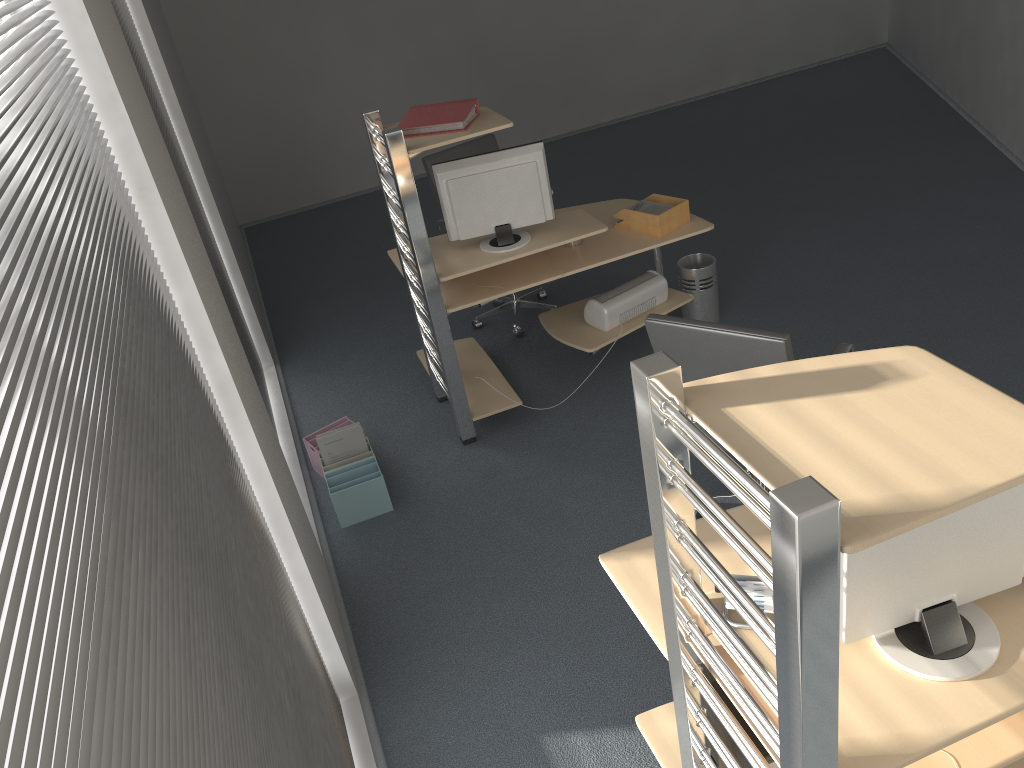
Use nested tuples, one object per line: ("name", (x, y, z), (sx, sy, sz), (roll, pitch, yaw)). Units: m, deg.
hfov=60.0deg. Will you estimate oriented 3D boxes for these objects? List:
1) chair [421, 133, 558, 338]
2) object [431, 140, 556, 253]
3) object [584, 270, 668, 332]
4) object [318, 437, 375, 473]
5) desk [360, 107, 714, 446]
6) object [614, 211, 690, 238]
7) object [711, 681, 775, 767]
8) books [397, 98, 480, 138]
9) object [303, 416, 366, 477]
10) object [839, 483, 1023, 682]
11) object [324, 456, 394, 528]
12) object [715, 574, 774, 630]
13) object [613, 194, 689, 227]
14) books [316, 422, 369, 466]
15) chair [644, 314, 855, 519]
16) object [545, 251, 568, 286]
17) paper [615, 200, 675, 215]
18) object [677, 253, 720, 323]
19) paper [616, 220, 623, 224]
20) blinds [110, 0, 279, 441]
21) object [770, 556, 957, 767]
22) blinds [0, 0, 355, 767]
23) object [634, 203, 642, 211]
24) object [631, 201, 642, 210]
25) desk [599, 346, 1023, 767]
("chair", (-0.060, -0.860, 5.250), (0.584, 1.048, 0.652), (-26, 33, -23))
("object", (-0.078, -0.843, 4.085), (0.516, 0.418, 0.245), (-8, 31, 7))
("object", (0.553, -0.471, 4.700), (0.438, 0.162, 0.351), (-28, 34, -25))
("object", (-0.760, 0.417, 4.213), (0.245, 0.202, 0.185), (-19, 31, -12))
("desk", (0.147, -0.790, 4.548), (1.469, 1.566, 0.967), (-19, 31, -12))
("object", (0.700, -0.827, 4.454), (0.225, 0.060, 0.309), (-31, 35, -29))
("object", (0.632, 0.913, 2.378), (0.199, 0.422, 0.471), (-19, 31, -12))
("books", (-0.330, -1.172, 3.909), (0.320, 0.072, 0.262), (-2, 32, 16))
("object", (-0.859, 0.328, 4.397), (0.245, 0.202, 0.185), (-29, 34, -27))
("object", (0.838, 0.352, 1.758), (0.516, 0.418, 0.245), (-11, 30, 1))
("object", (-0.699, 0.497, 4.057), (0.245, 0.202, 0.185), (-19, 31, -12))
("object", (0.528, 0.466, 1.956), (0.154, 0.135, 0.093), (0, 32, 20))
("object", (0.690, -0.875, 4.425), (0.225, 0.060, 0.309), (-31, 35, -29))
("books", (-0.777, 0.351, 4.190), (0.220, 0.306, 0.068), (-19, 31, -11))
("chair", (0.912, 0.102, 3.295), (0.584, 1.048, 0.652), (13, 38, 35))
("object", (0.149, -0.672, 4.469), (0.478, 0.082, 0.814), (-15, 30, -5))
("paper", (0.692, -0.861, 4.435), (0.210, 0.010, 0.297), (-31, 35, -29))
("object", (1.046, -0.514, 4.962), (0.208, 0.377, 0.208), (4, 34, 26))
("paper", (0.701, -0.817, 4.461), (0.210, 0.019, 0.297), (-31, 35, -29))
("blinds", (-1.457, -0.870, 3.873), (0.022, 2.770, 1.950), (-19, 31, -12))
("object", (0.723, 0.657, 2.034), (0.168, 0.088, 0.742), (-18, 31, -10))
("blinds", (-0.531, 0.338, 1.521), (0.037, 2.749, 1.950), (-19, 31, -12))
("object", (0.630, -0.883, 4.478), (0.008, 0.009, 0.159), (5, 34, 27))
("object", (0.626, -0.898, 4.504), (0.008, 0.009, 0.159), (11, 37, 34))
("desk", (1.069, 0.415, 2.201), (1.469, 1.566, 0.967), (-19, 31, -12))
